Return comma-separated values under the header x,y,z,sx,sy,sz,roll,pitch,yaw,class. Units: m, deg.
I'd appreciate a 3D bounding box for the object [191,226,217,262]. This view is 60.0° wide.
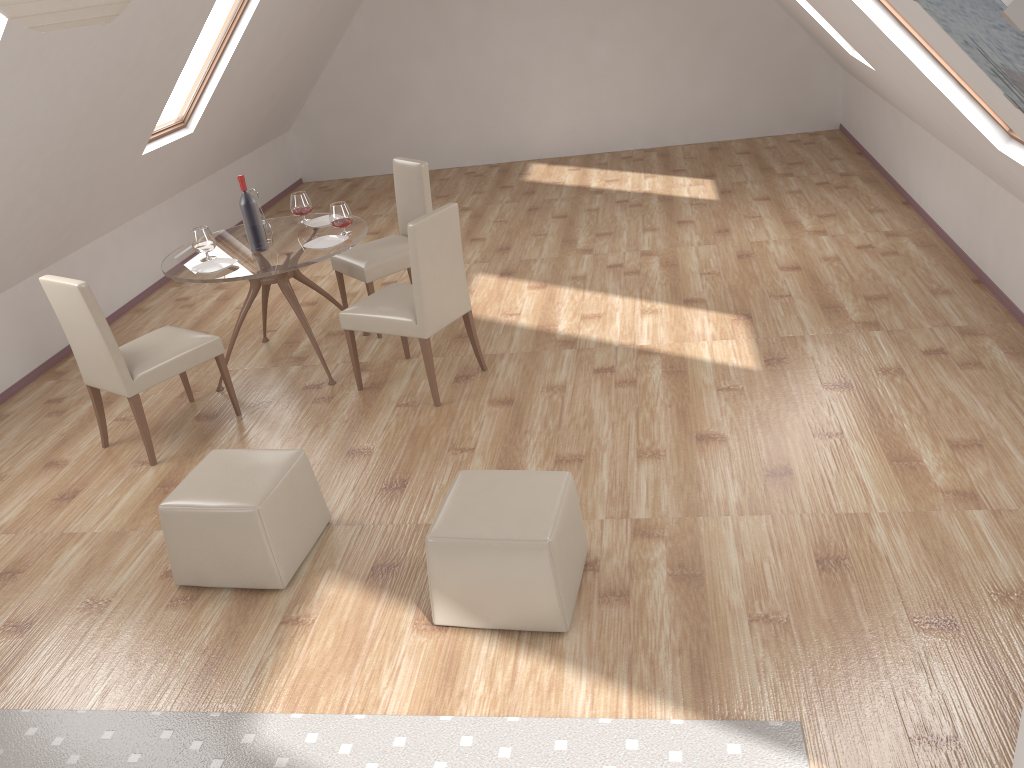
x,y,z,sx,sy,sz,roll,pitch,yaw,class
-1.749,-0.797,5.035,0.136,0.183,0.136,11,32,34,object

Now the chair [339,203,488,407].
x,y,z,sx,sy,sz,roll,pitch,yaw,class
-0.570,-0.464,4.843,0.618,0.999,0.477,10,31,32,chair

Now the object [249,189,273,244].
x,y,z,sx,sy,sz,roll,pitch,yaw,class
-1.468,-0.975,5.154,0.086,0.322,0.096,-20,28,-23,object

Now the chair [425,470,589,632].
x,y,z,sx,sy,sz,roll,pitch,yaw,class
-0.018,0.582,3.241,0.506,0.394,0.506,-1,27,15,chair

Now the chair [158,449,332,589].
x,y,z,sx,sy,sz,roll,pitch,yaw,class
-1.104,0.532,3.660,0.506,0.394,0.506,-1,27,14,chair

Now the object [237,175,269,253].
x,y,z,sx,sy,sz,roll,pitch,yaw,class
-1.472,-0.959,4.993,0.109,0.435,0.109,-5,26,7,object

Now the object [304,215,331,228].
x,y,z,sx,sy,sz,roll,pitch,yaw,class
-1.150,-0.993,5.443,0.228,0.020,0.228,-24,30,-29,object

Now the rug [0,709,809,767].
x,y,z,sx,sy,sz,roll,pitch,yaw,class
-0.637,1.428,2.154,2.800,0.007,1.600,-3,26,10,rug

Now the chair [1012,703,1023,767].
x,y,z,sx,sy,sz,roll,pitch,yaw,class
1.423,1.026,1.567,0.820,0.706,0.748,-2,27,13,chair

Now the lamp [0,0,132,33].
x,y,z,sx,sy,sz,roll,pitch,yaw,class
-0.922,-0.950,1.706,0.340,0.497,0.340,-28,32,-34,lamp

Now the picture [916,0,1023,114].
x,y,z,sx,sy,sz,roll,pitch,yaw,class
1.100,-0.501,1.744,0.683,0.738,0.650,-3,26,10,picture

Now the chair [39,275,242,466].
x,y,z,sx,sy,sz,roll,pitch,yaw,class
-1.935,-0.182,4.671,0.477,0.999,0.618,11,32,35,chair

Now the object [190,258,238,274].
x,y,z,sx,sy,sz,roll,pitch,yaw,class
-1.638,-0.645,4.880,0.228,0.020,0.228,10,32,33,object

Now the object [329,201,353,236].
x,y,z,sx,sy,sz,roll,pitch,yaw,class
-0.988,-0.956,5.134,0.136,0.183,0.136,-12,26,-9,object

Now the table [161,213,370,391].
x,y,z,sx,sy,sz,roll,pitch,yaw,class
-1.400,-0.488,5.393,1.198,0.770,1.198,7,30,29,table

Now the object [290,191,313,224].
x,y,z,sx,sy,sz,roll,pitch,yaw,class
-1.309,-1.097,5.515,0.136,0.183,0.136,-12,26,-9,object

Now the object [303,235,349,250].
x,y,z,sx,sy,sz,roll,pitch,yaw,class
-1.048,-0.796,5.012,0.228,0.020,0.228,8,30,30,object

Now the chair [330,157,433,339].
x,y,z,sx,sy,sz,roll,pitch,yaw,class
-0.820,-0.907,5.815,0.618,0.999,0.477,-25,30,-30,chair
